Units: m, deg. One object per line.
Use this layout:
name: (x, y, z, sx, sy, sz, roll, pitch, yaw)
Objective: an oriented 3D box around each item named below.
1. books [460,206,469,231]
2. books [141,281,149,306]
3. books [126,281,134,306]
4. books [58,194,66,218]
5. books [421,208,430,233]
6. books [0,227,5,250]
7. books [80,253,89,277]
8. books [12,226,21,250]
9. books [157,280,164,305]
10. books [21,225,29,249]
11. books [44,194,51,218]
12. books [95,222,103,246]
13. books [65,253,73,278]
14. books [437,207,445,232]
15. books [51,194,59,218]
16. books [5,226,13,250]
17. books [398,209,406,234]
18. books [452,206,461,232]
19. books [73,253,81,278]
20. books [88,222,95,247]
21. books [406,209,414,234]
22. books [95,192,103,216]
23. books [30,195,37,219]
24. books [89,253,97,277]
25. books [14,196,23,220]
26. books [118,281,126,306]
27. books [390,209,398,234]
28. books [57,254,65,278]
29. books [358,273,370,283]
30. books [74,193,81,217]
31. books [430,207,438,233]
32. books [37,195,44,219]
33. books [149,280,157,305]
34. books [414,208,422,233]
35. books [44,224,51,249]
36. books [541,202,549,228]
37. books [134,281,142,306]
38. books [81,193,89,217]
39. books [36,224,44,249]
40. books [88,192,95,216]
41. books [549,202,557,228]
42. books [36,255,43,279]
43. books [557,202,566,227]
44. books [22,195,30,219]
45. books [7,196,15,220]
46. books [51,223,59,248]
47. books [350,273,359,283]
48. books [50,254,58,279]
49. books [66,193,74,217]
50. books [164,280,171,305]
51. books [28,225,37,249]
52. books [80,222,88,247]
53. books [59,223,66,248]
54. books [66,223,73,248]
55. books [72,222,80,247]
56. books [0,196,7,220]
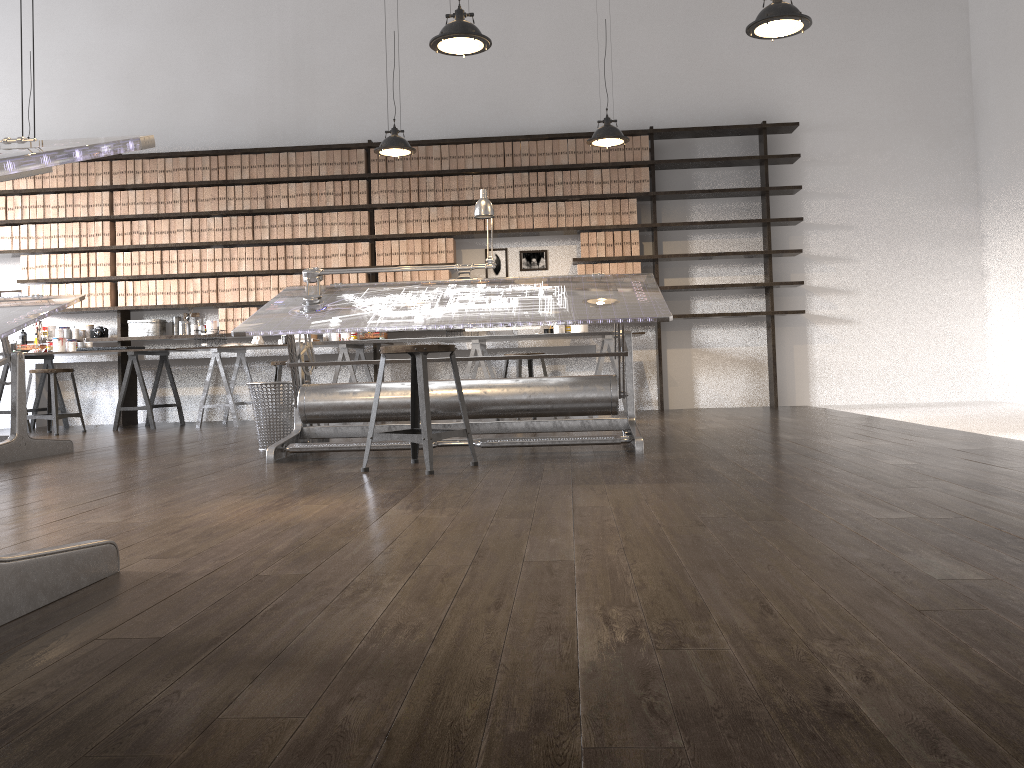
books: (-0.415, -1.449, 7.844, 0.067, 0.226, 0.174, -2, -1, 4)
books: (-3.276, -0.813, 8.001, 0.067, 0.226, 0.174, -2, -1, 4)
books: (-3.415, -0.809, 8.007, 0.067, 0.226, 0.174, -2, -1, 4)
books: (-4.053, -1.606, 8.071, 0.067, 0.226, 0.174, -2, -1, 4)
books: (-0.755, -1.438, 7.860, 0.067, 0.226, 0.174, -2, -1, 4)
books: (-4.612, -1.314, 8.100, 0.067, 0.226, 0.174, -2, -1, 4)
books: (-3.838, -1.067, 8.040, 0.067, 0.226, 0.174, -2, -1, 4)
books: (-4.478, -1.318, 8.088, 0.067, 0.226, 0.174, -2, -1, 4)
books: (-3.134, -0.817, 7.990, 0.067, 0.226, 0.174, -2, -1, 4)
books: (-4.400, -1.327, 8.082, 0.067, 0.226, 0.174, -2, -1, 4)
books: (-4.188, -1.602, 8.082, 0.067, 0.226, 0.174, -2, -1, 4)
books: (-3.708, -1.349, 8.041, 0.067, 0.226, 0.174, -2, -1, 4)
books: (-3.983, -1.062, 8.050, 0.067, 0.226, 0.174, -2, -1, 4)
books: (-0.620, -1.443, 7.855, 0.067, 0.226, 0.174, -2, -1, 4)
books: (-4.125, -1.604, 8.077, 0.067, 0.226, 0.174, -2, -1, 4)
books: (-4.550, -1.316, 8.094, 0.067, 0.226, 0.174, -2, -1, 4)
books: (-0.964, -1.432, 7.874, 0.067, 0.226, 0.174, -2, -1, 4)
books: (-0.486, -1.447, 7.848, 0.067, 0.226, 0.174, -2, -1, 4)
books: (-3.912, -1.065, 8.050, 0.067, 0.226, 0.174, -2, -1, 4)
books: (-3.778, -1.347, 8.050, 0.067, 0.226, 0.174, -2, -1, 4)
books: (-0.894, -1.434, 7.874, 0.067, 0.226, 0.174, -2, -1, 4)
books: (-3.714, -1.617, 8.052, 0.067, 0.226, 0.174, -2, -1, 4)
books: (-4.322, -1.598, 8.092, 0.067, 0.226, 0.174, -2, -1, 4)
books: (-3.764, -1.069, 8.041, 0.067, 0.226, 0.174, -2, -1, 4)
books: (-4.463, -1.594, 8.096, 0.067, 0.226, 0.174, -2, -1, 4)
books: (-3.488, -0.806, 8.008, 0.067, 0.226, 0.174, -2, -1, 4)
books: (-1.036, -1.430, 7.875, 0.067, 0.226, 0.174, -2, -1, 4)
books: (-4.054, -1.060, 8.058, 0.067, 0.226, 0.174, -2, -1, 4)
books: (-1.311, -0.873, 7.878, 0.067, 0.226, 0.174, -2, -1, 4)
books: (-3.913, -1.611, 8.068, 0.067, 0.226, 0.174, -2, -1, 4)
books: (-0.682, -1.441, 7.857, 0.067, 0.226, 0.174, -2, -1, 4)
books: (-4.255, -1.600, 8.082, 0.067, 0.226, 0.174, -2, -1, 4)
books: (-3.206, -0.815, 7.993, 0.067, 0.226, 0.174, -2, -1, 4)
books: (-0.825, -1.436, 7.868, 0.067, 0.226, 0.174, -2, -1, 4)
books: (-4.188, -1.334, 8.074, 0.067, 0.226, 0.174, -2, -1, 4)
books: (0.290, -1.470, 7.794, 0.067, 0.226, 0.174, -2, -1, 4)
books: (-3.346, -0.811, 8.007, 0.067, 0.226, 0.174, -2, -1, 4)
books: (-3.844, -1.613, 8.057, 0.067, 0.226, 0.174, -2, -1, 4)
books: (-4.257, -1.332, 8.080, 0.067, 0.226, 0.174, -2, -1, 4)
books: (-3.777, -1.615, 8.057, 0.067, 0.226, 0.174, -2, -1, 4)
books: (0.362, -1.473, 7.790, 0.067, 0.226, 0.174, -2, -1, 4)
books: (-4.259, -1.054, 8.069, 0.067, 0.226, 0.174, -2, -1, 4)
books: (0.434, -1.475, 7.789, 0.067, 0.226, 0.174, -2, -1, 4)
books: (-4.393, -1.596, 8.096, 0.067, 0.226, 0.174, -2, -1, 4)
books: (-4.534, -1.592, 8.105, 0.067, 0.226, 0.174, -2, -1, 4)
books: (-4.118, -1.336, 8.066, 0.067, 0.226, 0.174, -2, -1, 4)
books: (-1.389, -0.871, 7.881, 0.067, 0.226, 0.174, -2, -1, 4)
books: (-4.125, -1.058, 8.062, 0.067, 0.226, 0.174, -2, -1, 4)
books: (-3.983, -1.609, 8.070, 0.067, 0.226, 0.174, -2, -1, 4)
books: (-3.071, -0.819, 7.988, 0.067, 0.226, 0.174, -2, -1, 4)
books: (-4.327, -1.330, 8.081, 0.067, 0.226, 0.174, -2, -1, 4)
books: (-3.849, -1.344, 8.054, 0.067, 0.226, 0.174, -2, -1, 4)
books: (-4.046, -1.338, 8.064, 0.067, 0.226, 0.174, -2, -1, 4)
books: (-3.983, -1.340, 8.061, 0.067, 0.226, 0.174, -2, -1, 4)
books: (-3.917, -1.342, 8.053, 0.067, 0.226, 0.174, -2, -1, 4)
books: (-4.609, -1.589, 8.104, 0.067, 0.226, 0.174, -2, -1, 4)
